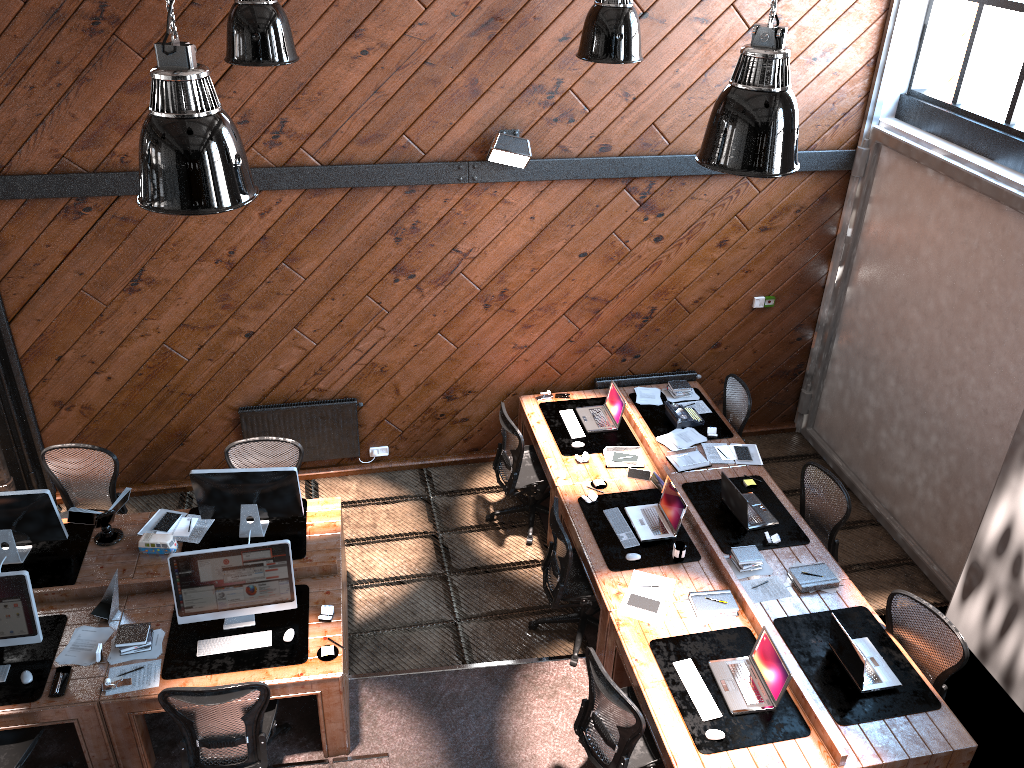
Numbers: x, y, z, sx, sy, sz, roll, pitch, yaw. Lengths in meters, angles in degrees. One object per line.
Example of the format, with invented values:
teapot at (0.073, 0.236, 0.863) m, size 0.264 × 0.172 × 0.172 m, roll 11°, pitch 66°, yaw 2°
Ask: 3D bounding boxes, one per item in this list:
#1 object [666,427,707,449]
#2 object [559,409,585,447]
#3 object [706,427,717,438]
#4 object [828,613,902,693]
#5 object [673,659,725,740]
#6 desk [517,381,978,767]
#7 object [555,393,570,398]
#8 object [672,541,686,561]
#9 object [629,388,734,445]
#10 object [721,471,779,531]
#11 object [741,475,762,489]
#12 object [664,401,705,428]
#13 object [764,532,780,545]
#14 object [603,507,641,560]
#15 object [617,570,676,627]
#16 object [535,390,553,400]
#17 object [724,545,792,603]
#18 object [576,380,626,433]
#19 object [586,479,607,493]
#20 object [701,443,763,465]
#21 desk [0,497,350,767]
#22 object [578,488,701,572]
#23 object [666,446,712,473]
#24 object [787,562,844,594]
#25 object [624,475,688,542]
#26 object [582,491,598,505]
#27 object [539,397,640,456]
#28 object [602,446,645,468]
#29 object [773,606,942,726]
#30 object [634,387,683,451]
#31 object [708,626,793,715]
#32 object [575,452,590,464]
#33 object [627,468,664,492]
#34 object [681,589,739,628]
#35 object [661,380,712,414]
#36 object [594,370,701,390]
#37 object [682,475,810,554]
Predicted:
object at (1.483, 0.459, 7.550) m, size 0.315 × 0.002 × 0.246 m, roll -16°, pitch 35°, yaw -28°
object at (0.531, 0.376, 7.630) m, size 0.139 × 0.040 × 0.577 m, roll -3°, pitch 31°, yaw -9°
object at (1.715, 0.417, 7.596) m, size 0.082 × 0.063 × 0.106 m, roll 4°, pitch 31°, yaw 4°
object at (2.136, 1.599, 5.346) m, size 0.320 × 0.288 × 0.380 m, roll -5°, pitch 31°, yaw -11°
object at (1.106, 1.835, 5.186) m, size 0.139 × 0.040 × 0.577 m, roll -4°, pitch 31°, yaw -11°
desk at (1.336, 1.354, 6.708) m, size 1.748 × 0.840 × 4.117 m, roll -5°, pitch 31°, yaw -11°
object at (0.460, 0.107, 8.081) m, size 0.134 × 0.042 × 0.022 m, roll 3°, pitch 30°, yaw 2°
object at (1.175, 1.172, 6.234) m, size 0.078 × 0.138 × 0.099 m, roll 2°, pitch 30°, yaw -1°
object at (1.492, 0.273, 7.899) m, size 0.687 × 0.008 × 0.848 m, roll -5°, pitch 31°, yaw -12°
object at (1.786, 0.853, 6.648) m, size 0.323 × 0.283 × 0.390 m, roll -7°, pitch 32°, yaw -16°
object at (1.888, 0.779, 7.033) m, size 0.158 × 0.026 × 0.154 m, roll 21°, pitch 35°, yaw 29°
object at (1.516, 0.257, 7.787) m, size 0.290 × 0.116 × 0.322 m, roll -6°, pitch 31°, yaw -13°
object at (1.887, 1.115, 6.426) m, size 0.106 × 0.063 × 0.082 m, roll 2°, pitch 30°, yaw -1°
object at (0.813, 1.083, 6.445) m, size 0.139 × 0.040 × 0.577 m, roll -5°, pitch 31°, yaw -12°
object at (0.907, 1.410, 5.913) m, size 0.304 × 0.017 × 0.467 m, roll 13°, pitch 32°, yaw 17°
object at (0.294, 0.098, 8.066) m, size 0.159 × 0.064 × 0.054 m, roll -8°, pitch 32°, yaw -17°
object at (1.679, 1.285, 6.099) m, size 0.319 × 0.098 × 0.478 m, roll -6°, pitch 31°, yaw -13°
object at (0.766, 0.191, 7.710) m, size 0.323 × 0.283 × 0.390 m, roll -5°, pitch 31°, yaw -11°
object at (0.681, 0.784, 6.959) m, size 0.158 × 0.026 × 0.154 m, roll 18°, pitch 34°, yaw 25°
object at (1.833, 0.573, 7.388) m, size 0.467 × 0.017 × 0.304 m, roll 2°, pitch 30°, yaw 0°
desk at (-3.192, 1.697, 5.843) m, size 4.117 × 0.840 × 1.748 m, roll -3°, pitch 31°, yaw -9°
object at (0.921, 1.056, 6.532) m, size 0.687 × 0.008 × 0.848 m, roll -5°, pitch 31°, yaw -12°
object at (1.450, 0.615, 7.266) m, size 0.316 × 0.060 × 0.229 m, roll -8°, pitch 32°, yaw -17°
object at (2.092, 1.311, 6.113) m, size 0.363 × 0.065 × 0.325 m, roll 1°, pitch 30°, yaw -3°
object at (1.041, 0.902, 6.463) m, size 0.320 × 0.288 × 0.380 m, roll -5°, pitch 31°, yaw -11°
object at (0.591, 0.866, 6.765) m, size 0.106 × 0.063 × 0.082 m, roll -15°, pitch 34°, yaw -26°
object at (0.659, 0.356, 7.706) m, size 0.687 × 0.008 × 0.848 m, roll -5°, pitch 31°, yaw -12°
object at (0.911, 0.599, 7.259) m, size 0.316 × 0.060 × 0.229 m, roll 0°, pitch 31°, yaw -4°
object at (2.110, 1.716, 5.485) m, size 0.687 × 0.008 × 0.848 m, roll -5°, pitch 31°, yaw -12°
object at (1.315, 0.288, 7.841) m, size 0.356 × 0.002 × 1.058 m, roll -6°, pitch 31°, yaw -13°
object at (1.392, 1.678, 5.221) m, size 0.323 × 0.283 × 0.390 m, roll -3°, pitch 31°, yaw -9°
object at (0.572, 0.599, 7.232) m, size 0.106 × 0.063 × 0.082 m, roll -6°, pitch 31°, yaw -14°
object at (1.082, 0.738, 7.006) m, size 0.347 × 0.083 × 0.129 m, roll 22°, pitch 36°, yaw 30°
object at (1.301, 1.456, 5.817) m, size 0.363 × 0.065 × 0.325 m, roll 3°, pitch 30°, yaw 2°
object at (1.583, 0.110, 8.066) m, size 0.319 × 0.098 × 0.478 m, roll -6°, pitch 31°, yaw -13°
object at (1.279, 0.191, 8.508) m, size 1.064 × 0.628 × 0.073 m, roll -5°, pitch 31°, yaw -11°
object at (1.754, 0.973, 6.725) m, size 0.687 × 0.008 × 0.848 m, roll -5°, pitch 31°, yaw -12°
